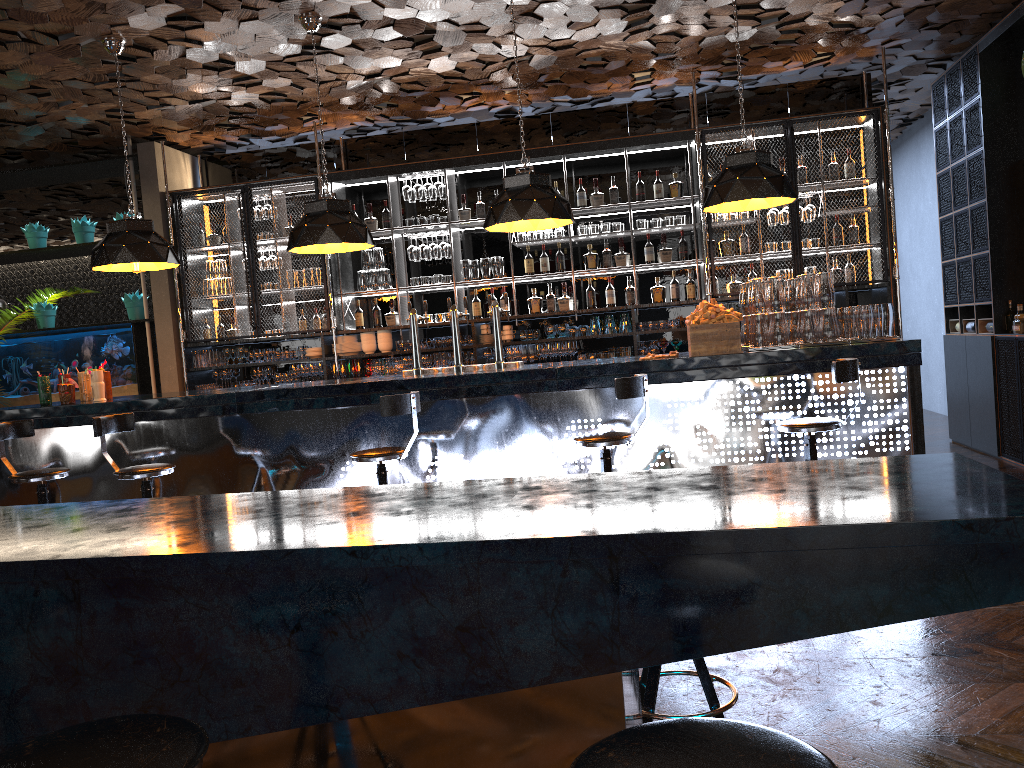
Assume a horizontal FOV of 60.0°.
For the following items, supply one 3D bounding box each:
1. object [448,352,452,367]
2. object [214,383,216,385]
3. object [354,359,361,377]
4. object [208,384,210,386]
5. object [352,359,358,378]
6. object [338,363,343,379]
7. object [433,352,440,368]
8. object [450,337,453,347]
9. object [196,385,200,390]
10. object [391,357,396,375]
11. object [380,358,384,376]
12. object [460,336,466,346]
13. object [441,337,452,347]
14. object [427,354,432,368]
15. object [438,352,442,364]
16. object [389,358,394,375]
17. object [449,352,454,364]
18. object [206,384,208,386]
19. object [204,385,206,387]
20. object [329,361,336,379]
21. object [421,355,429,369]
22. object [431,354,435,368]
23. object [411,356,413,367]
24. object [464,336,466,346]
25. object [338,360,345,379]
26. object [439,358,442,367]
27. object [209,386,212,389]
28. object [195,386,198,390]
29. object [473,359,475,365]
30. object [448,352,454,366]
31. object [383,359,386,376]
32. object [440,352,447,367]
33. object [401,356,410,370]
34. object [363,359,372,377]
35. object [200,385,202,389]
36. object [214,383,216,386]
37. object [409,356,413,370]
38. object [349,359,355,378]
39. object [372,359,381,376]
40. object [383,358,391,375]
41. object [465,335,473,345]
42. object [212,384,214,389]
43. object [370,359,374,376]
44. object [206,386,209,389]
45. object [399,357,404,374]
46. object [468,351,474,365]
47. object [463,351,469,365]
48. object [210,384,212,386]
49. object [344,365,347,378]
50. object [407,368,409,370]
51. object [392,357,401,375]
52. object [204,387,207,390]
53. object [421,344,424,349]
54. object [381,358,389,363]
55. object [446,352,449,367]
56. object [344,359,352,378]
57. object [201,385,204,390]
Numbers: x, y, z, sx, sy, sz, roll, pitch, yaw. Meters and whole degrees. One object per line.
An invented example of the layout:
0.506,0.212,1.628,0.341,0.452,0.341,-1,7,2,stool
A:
-0.600,-0.195,8.553,0.092,0.218,0.092,-6,3,-30,object
-3.032,0.043,9.088,0.031,0.098,0.031,-4,3,14,object
-1.483,-0.129,8.576,0.073,0.229,0.073,-5,3,-2,object
-3.055,0.051,8.940,0.031,0.098,0.031,-7,3,-35,object
-1.522,-0.129,8.656,0.073,0.229,0.073,-5,3,-2,object
-1.680,-0.120,8.742,0.073,0.229,0.073,-5,3,-2,object
-0.710,-0.185,8.445,0.071,0.226,0.071,-6,3,-18,object
-0.606,-0.404,8.502,0.093,0.099,0.093,-6,3,-19,object
-3.117,0.062,8.819,0.033,0.101,0.033,-3,3,34,object
-1.162,-0.152,8.677,0.082,0.213,0.082,-2,4,42,object
-1.276,-0.139,8.604,0.082,0.213,0.082,-5,3,-14,object
-0.482,-0.406,8.365,0.095,0.096,0.095,-5,3,-16,object
-0.620,-0.398,8.398,0.093,0.099,0.093,-3,3,29,object
-0.809,-0.178,8.569,0.084,0.216,0.084,-7,3,-38,object
-0.678,-0.196,8.619,0.071,0.226,0.071,-6,3,-18,object
-1.177,-0.146,8.588,0.082,0.213,0.082,-5,3,-11,object
-0.542,-0.193,8.408,0.092,0.218,0.092,-6,3,-30,object
-3.058,0.053,8.906,0.031,0.098,0.031,-6,3,-29,object
-3.069,0.056,8.867,0.031,0.098,0.031,-6,3,-17,object
-1.725,-0.110,8.601,0.073,0.229,0.073,-5,3,-2,object
-0.830,-0.170,8.434,0.084,0.216,0.084,-7,3,-38,object
-0.785,-0.186,8.701,0.084,0.216,0.084,-3,3,32,object
-0.919,-0.163,8.449,0.084,0.216,0.084,-3,3,25,object
-0.474,-0.420,8.637,0.095,0.096,0.095,-3,3,26,object
-1.653,-0.119,8.661,0.073,0.229,0.073,-5,3,-2,object
-0.698,-0.190,8.529,0.071,0.226,0.071,-6,3,-18,object
-3.018,0.061,8.873,0.034,0.080,0.034,-6,3,-23,object
-3.151,0.064,8.853,0.028,0.097,0.028,-5,3,-1,object
-0.364,-0.216,8.598,0.071,0.217,0.071,-4,3,18,object
-0.577,-0.201,8.658,0.092,0.218,0.092,-6,3,-30,object
-1.254,-0.145,8.693,0.082,0.213,0.082,-3,3,30,object
-0.645,-0.188,8.394,0.071,0.226,0.071,-6,3,-18,object
-1.011,-0.156,8.466,0.084,0.216,0.084,-5,3,-2,object
-1.383,-0.127,8.535,0.082,0.213,0.082,-3,3,39,object
-3.108,0.059,8.863,0.033,0.101,0.033,-5,3,-10,object
-3.037,0.045,9.053,0.031,0.098,0.031,-6,3,-33,object
-0.984,-0.164,8.597,0.084,0.216,0.084,-4,3,22,object
-1.565,-0.129,8.730,0.073,0.229,0.073,-5,3,-2,object
-1.296,-0.133,8.520,0.082,0.213,0.082,-3,3,39,object
-1.193,-0.141,8.502,0.082,0.213,0.082,-2,4,43,object
-0.401,-0.416,8.423,0.095,0.096,0.095,-3,3,34,object
-3.040,0.047,9.014,0.031,0.098,0.031,-2,4,41,object
-1.366,-0.132,8.623,0.082,0.213,0.082,-5,3,2,object
-3.025,0.064,8.825,0.034,0.080,0.034,-6,3,-26,object
-1.081,-0.153,8.573,0.082,0.213,0.082,-5,3,-9,object
-0.376,-0.206,8.396,0.071,0.217,0.071,-4,3,18,object
-0.431,-0.203,8.445,0.071,0.217,0.071,-4,3,18,object
-3.047,0.049,8.980,0.031,0.098,0.031,-3,3,31,object
-1.666,-0.126,8.849,0.073,0.229,0.073,-5,3,-2,object
-1.049,-0.164,8.747,0.082,0.213,0.082,-5,3,1,object
-1.103,-0.148,8.484,0.082,0.213,0.082,-3,3,40,object
-3.032,0.066,8.782,0.034,0.080,0.034,-4,3,23,object
-0.877,-0.358,8.568,0.049,0.048,0.044,-5,3,-3,object
-1.244,-0.150,8.779,0.082,0.213,0.082,-2,3,40,object
-0.631,-0.193,8.473,0.071,0.226,0.071,-6,3,-18,object
-1.578,-0.122,8.597,0.073,0.229,0.073,-5,3,-2,object
-3.074,0.058,8.829,0.031,0.098,0.031,-7,4,-42,object
